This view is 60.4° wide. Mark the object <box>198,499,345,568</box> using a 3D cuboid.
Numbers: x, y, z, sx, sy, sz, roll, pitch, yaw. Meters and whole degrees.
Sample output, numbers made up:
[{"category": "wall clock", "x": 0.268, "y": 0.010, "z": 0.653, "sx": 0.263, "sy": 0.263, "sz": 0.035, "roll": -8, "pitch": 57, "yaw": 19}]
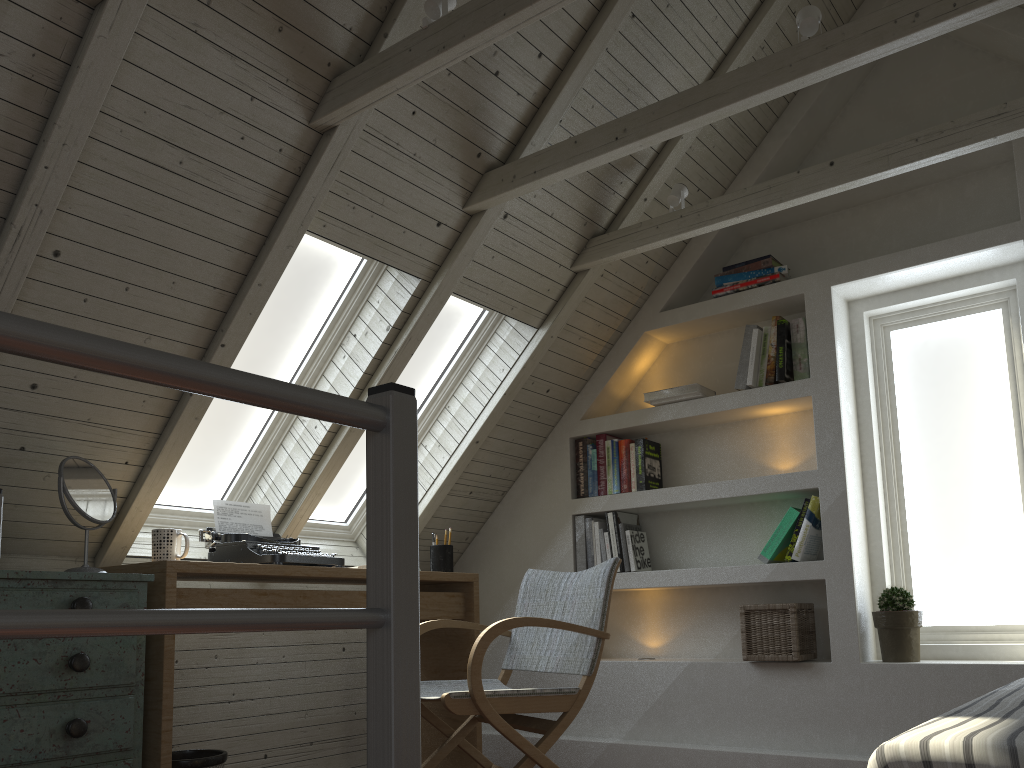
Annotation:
[{"category": "object", "x": -0.770, "y": 0.488, "z": 2.883, "sx": 0.357, "sy": 0.233, "sz": 0.394, "roll": -9, "pitch": -15, "yaw": 31}]

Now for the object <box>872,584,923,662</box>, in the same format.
[{"category": "object", "x": 1.307, "y": 0.803, "z": 2.978, "sx": 0.160, "sy": 0.265, "sz": 0.162, "roll": -7, "pitch": -11, "yaw": 29}]

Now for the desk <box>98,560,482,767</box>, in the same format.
[{"category": "desk", "x": -0.667, "y": 1.028, "z": 2.936, "sx": 0.381, "sy": 0.788, "sz": 1.342, "roll": -8, "pitch": -15, "yaw": 36}]

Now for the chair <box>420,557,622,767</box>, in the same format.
[{"category": "chair", "x": -0.037, "y": 0.901, "z": 2.495, "sx": 0.561, "sy": 0.775, "sz": 0.561, "roll": 4, "pitch": -12, "yaw": -28}]

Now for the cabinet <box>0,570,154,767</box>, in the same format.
[{"category": "cabinet", "x": -1.308, "y": 0.822, "z": 2.029, "sx": 0.419, "sy": 0.751, "sz": 0.814, "roll": -9, "pitch": -14, "yaw": 36}]

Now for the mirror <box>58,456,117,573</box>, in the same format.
[{"category": "mirror", "x": -1.115, "y": 0.344, "z": 2.310, "sx": 0.112, "sy": 0.312, "sz": 0.211, "roll": 0, "pitch": -10, "yaw": -9}]

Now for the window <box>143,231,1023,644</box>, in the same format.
[{"category": "window", "x": 0.177, "y": 0.204, "z": 2.904, "sx": 3.101, "sy": 1.346, "sz": 1.431, "roll": -5, "pitch": -12, "yaw": 14}]

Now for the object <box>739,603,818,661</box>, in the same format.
[{"category": "object", "x": 0.967, "y": 0.899, "z": 3.191, "sx": 0.206, "sy": 0.197, "sz": 0.207, "roll": -10, "pitch": -15, "yaw": 36}]

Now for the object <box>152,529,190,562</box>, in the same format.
[{"category": "object", "x": -0.984, "y": 0.472, "z": 2.539, "sx": 0.108, "sy": 0.098, "sz": 0.085, "roll": 1, "pitch": -11, "yaw": -12}]

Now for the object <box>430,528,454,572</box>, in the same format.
[{"category": "object", "x": -0.272, "y": 0.648, "z": 3.403, "sx": 0.088, "sy": 0.182, "sz": 0.090, "roll": -2, "pitch": -9, "yaw": 1}]

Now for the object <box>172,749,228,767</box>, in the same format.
[{"category": "object", "x": -0.938, "y": 1.195, "z": 2.528, "sx": 0.226, "sy": 0.247, "sz": 0.227, "roll": -8, "pitch": -13, "yaw": 30}]

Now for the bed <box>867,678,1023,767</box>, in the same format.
[{"category": "bed", "x": 1.633, "y": 0.547, "z": 1.189, "sx": 1.898, "sy": 0.690, "sz": 1.897, "roll": -12, "pitch": -18, "yaw": 36}]

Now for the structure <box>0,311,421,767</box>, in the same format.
[{"category": "structure", "x": -0.897, "y": 0.401, "z": 0.307, "sx": 0.845, "sy": 0.974, "sz": 1.661, "roll": -10, "pitch": -15, "yaw": 36}]
